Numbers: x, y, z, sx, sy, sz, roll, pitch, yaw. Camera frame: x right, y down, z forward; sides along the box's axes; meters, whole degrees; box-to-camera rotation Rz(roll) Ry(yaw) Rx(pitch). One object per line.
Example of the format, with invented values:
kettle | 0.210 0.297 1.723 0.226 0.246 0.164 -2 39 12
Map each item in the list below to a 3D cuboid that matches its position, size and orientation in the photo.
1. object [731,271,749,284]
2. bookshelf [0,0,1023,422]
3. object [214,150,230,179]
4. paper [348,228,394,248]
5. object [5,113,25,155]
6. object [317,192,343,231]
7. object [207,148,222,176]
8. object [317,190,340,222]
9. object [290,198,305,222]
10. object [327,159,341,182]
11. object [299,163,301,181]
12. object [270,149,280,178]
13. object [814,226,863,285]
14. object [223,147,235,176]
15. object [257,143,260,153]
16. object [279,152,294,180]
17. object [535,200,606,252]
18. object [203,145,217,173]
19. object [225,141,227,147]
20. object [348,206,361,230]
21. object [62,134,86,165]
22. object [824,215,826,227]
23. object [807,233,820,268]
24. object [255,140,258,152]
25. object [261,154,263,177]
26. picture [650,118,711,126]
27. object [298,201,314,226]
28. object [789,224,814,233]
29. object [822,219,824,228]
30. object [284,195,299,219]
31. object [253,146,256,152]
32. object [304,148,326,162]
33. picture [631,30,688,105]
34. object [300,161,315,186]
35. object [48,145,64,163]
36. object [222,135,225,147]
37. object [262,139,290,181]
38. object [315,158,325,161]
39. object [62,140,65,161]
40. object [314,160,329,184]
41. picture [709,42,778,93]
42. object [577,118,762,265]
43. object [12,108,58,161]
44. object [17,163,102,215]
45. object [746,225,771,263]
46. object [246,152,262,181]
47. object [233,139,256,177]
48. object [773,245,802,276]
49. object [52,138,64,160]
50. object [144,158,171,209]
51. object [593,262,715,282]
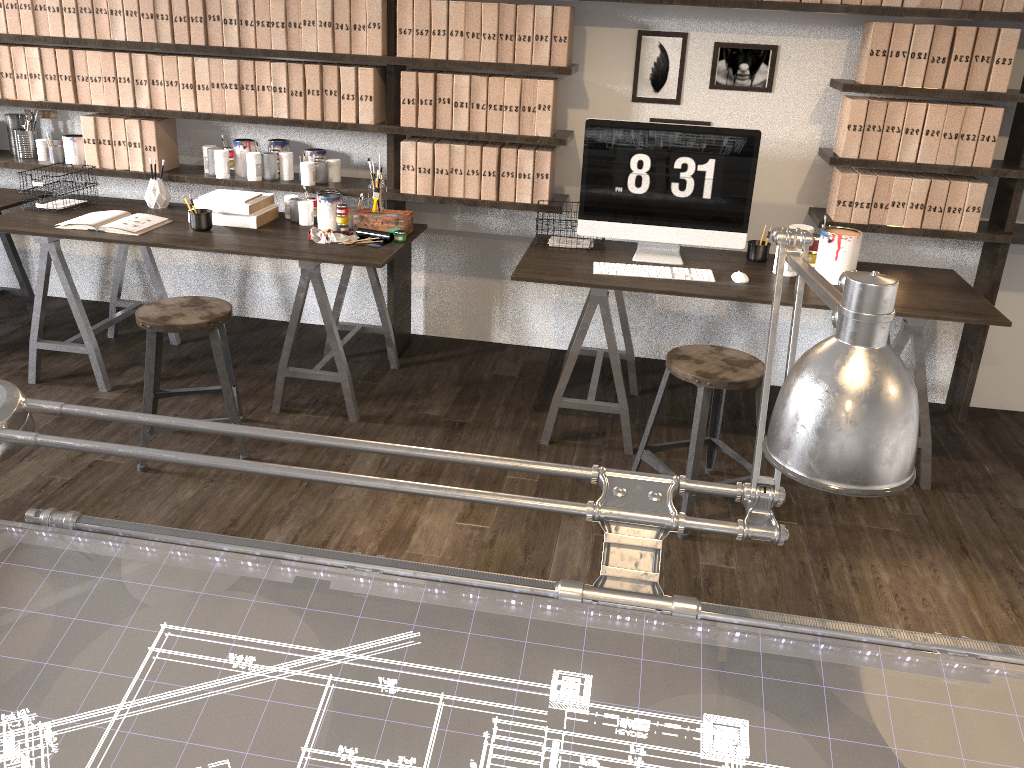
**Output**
object | 0.827 -0.389 3.215 0.059 0.028 0.108 5 23 5
bookshelf | -1.331 -1.048 3.996 9.182 3.153 0.380 6 21 8
object | -1.260 -0.956 3.854 0.062 0.117 0.062 -10 25 -29
paper | -0.564 -0.575 3.471 0.155 0.037 0.139 12 25 21
object | -2.324 -1.170 4.158 0.079 0.185 0.080 -2 22 -12
object | -0.747 -0.708 3.639 0.105 0.139 0.105 9 22 15
object | -1.307 -0.978 3.902 0.063 0.116 0.063 -14 27 -37
object | -0.777 -0.749 3.747 0.095 0.126 0.095 5 22 4
object | -0.901 -0.730 3.722 0.063 0.092 0.063 -15 27 -37
object | -0.782 -0.938 3.895 0.062 0.094 0.062 20 27 37
object | -0.905 -0.926 3.879 0.054 0.080 0.055 2 22 -1
object | -1.044 -0.969 3.910 0.044 0.125 0.045 13 23 24
object | 1.197 -0.469 3.258 0.144 0.193 0.147 -4 23 -18
object | -1.250 -0.980 3.912 0.045 0.125 0.045 6 21 8
object | -1.105 -0.992 3.893 0.005 0.146 0.036 15 24 29
object | -0.989 -0.955 3.885 0.062 0.117 0.063 -6 23 -22
object | 0.235 -0.636 3.560 0.284 0.158 0.207 3 22 1
object | -1.345 -1.002 3.953 0.062 0.117 0.062 -14 27 -37
object | -1.271 -1.025 3.978 0.035 0.128 0.005 9 22 15
object | -0.653 -0.684 3.659 0.060 0.087 0.060 8 22 12
object | -1.974 -1.058 4.007 0.095 0.126 0.095 9 22 14
object | 1.196 -0.544 3.409 0.007 0.201 0.046 -1 21 -10
object | 1.126 -0.486 3.339 0.068 0.152 0.070 -3 22 -14
object | -1.113 -0.990 3.889 0.004 0.166 0.030 15 24 28
object | -1.107 -0.963 3.923 0.054 0.099 0.055 13 23 23
picture | 0.698 -1.019 3.729 0.251 0.180 0.023 6 21 8
object | -0.854 -0.708 3.673 0.062 0.093 0.062 -10 25 -29
object | 1.131 -0.550 3.491 0.095 0.142 0.096 13 24 24
object | 1.191 -0.540 3.396 0.007 0.177 0.056 -1 21 -9
object | -0.939 -0.754 3.773 0.062 0.093 0.062 -15 27 -37
object | -1.123 -0.987 3.906 0.004 0.128 0.035 16 24 30
object | -0.875 -0.979 3.947 0.094 0.127 0.096 1 22 -4
picture | 0.606 -1.301 3.643 0.201 0.280 0.022 6 21 7
object | -0.875 -0.902 3.799 0.062 0.094 0.062 20 27 37
object | -2.039 -1.066 4.059 0.062 0.092 0.183 11 24 20
object | -1.276 -1.027 3.959 0.041 0.166 0.009 7 21 11
object | -1.054 -0.990 3.919 0.094 0.159 0.209 6 22 9
object | -0.845 -0.941 3.894 0.044 0.101 0.045 3 21 0
object | -2.029 -1.067 4.052 0.045 0.099 0.045 7 22 10
object | -0.827 -0.918 3.843 0.064 0.093 0.063 20 27 37
picture | 0.936 -1.283 3.588 0.251 0.180 0.023 6 21 8
object | 0.587 -0.736 3.393 0.643 0.509 0.208 6 21 8
object | -2.195 -1.168 4.049 0.181 0.267 0.159 0 22 -7
object | -1.925 -0.836 3.776 0.204 0.158 0.289 6 23 8
object | 0.971 -0.548 3.474 0.096 0.140 0.093 -2 22 -11
object | -1.117 -0.941 3.837 0.062 0.117 0.063 -6 23 -22
object | -1.183 -1.000 3.927 0.095 0.159 0.095 5 21 4
object | 1.033 -0.480 3.315 0.095 0.142 0.095 17 26 32
object | -2.079 -1.080 4.079 0.063 0.092 0.064 -9 24 -27
object | -1.538 -0.866 3.831 0.102 0.205 0.103 -12 26 -34
object | 0.518 -0.410 3.248 0.439 0.017 0.121 4 23 4
